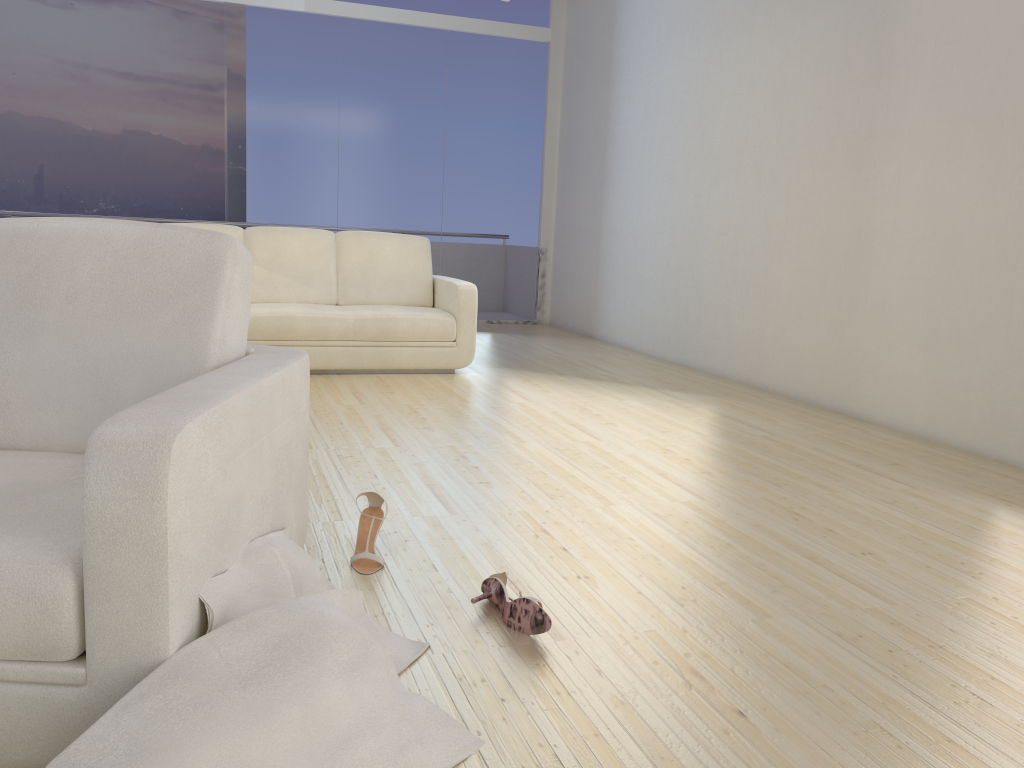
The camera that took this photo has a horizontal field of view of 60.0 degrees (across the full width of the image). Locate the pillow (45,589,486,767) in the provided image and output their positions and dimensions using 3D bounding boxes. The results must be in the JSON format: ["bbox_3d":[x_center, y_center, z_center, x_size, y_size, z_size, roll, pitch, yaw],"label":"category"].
[{"bbox_3d":[-0.354,0.527,1.300,0.299,0.287,0.712,9,11,33],"label":"pillow"}]

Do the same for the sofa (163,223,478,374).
[{"bbox_3d":[-1.379,-0.552,5.597,2.166,0.862,0.941,0,10,-19],"label":"sofa"}]

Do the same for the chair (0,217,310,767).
[{"bbox_3d":[-0.929,0.093,1.714,0.919,0.828,0.941,3,9,1],"label":"chair"}]

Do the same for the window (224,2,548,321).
[{"bbox_3d":[-1.130,-1.968,8.338,2.988,2.706,0.012,0,10,-19],"label":"window"}]

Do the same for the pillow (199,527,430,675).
[{"bbox_3d":[-0.366,0.446,1.582,0.312,0.315,0.615,4,9,8],"label":"pillow"}]

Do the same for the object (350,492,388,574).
[{"bbox_3d":[-0.381,0.388,2.369,0.089,0.149,0.265,2,9,-6],"label":"object"}]

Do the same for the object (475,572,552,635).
[{"bbox_3d":[-0.019,0.499,2.026,0.121,0.091,0.287,-1,10,-20],"label":"object"}]
